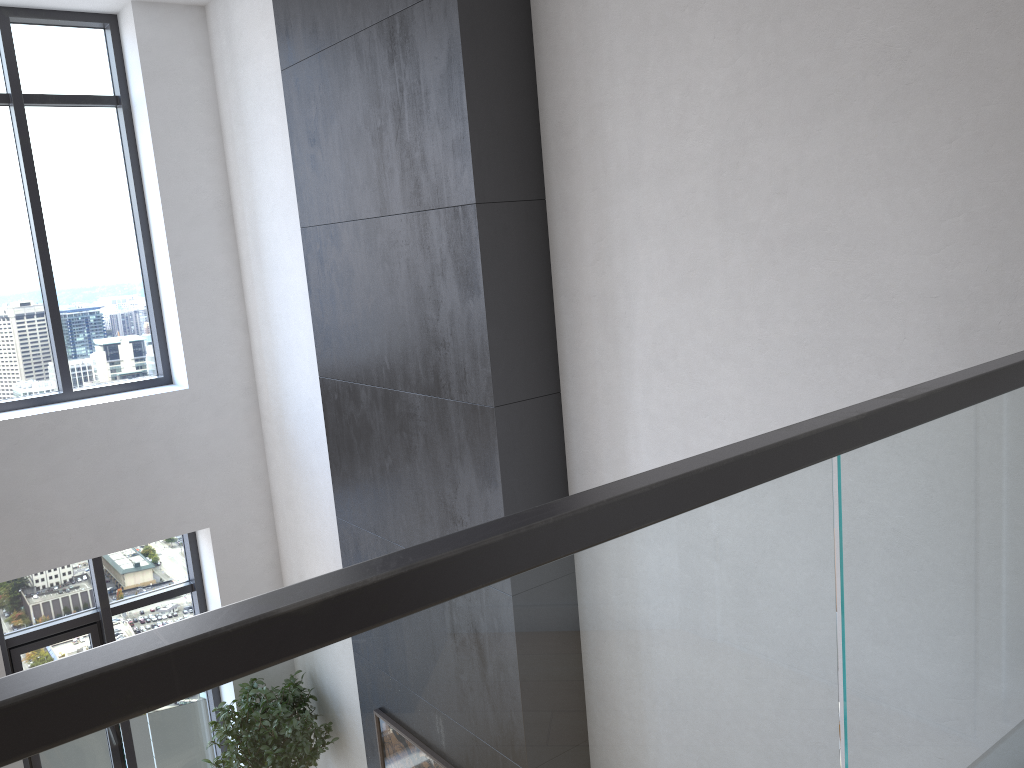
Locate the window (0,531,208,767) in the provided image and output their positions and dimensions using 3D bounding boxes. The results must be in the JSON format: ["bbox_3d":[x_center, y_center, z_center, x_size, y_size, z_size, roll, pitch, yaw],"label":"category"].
[{"bbox_3d":[-2.696,2.214,6.099,1.310,2.402,0.170,-12,12,-36],"label":"window"}]

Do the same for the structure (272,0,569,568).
[{"bbox_3d":[-0.466,0.980,3.980,0.722,6.351,1.500,-12,12,-36],"label":"structure"}]

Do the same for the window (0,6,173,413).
[{"bbox_3d":[-2.983,-1.076,5.542,1.310,2.402,0.170,-12,12,-36],"label":"window"}]
